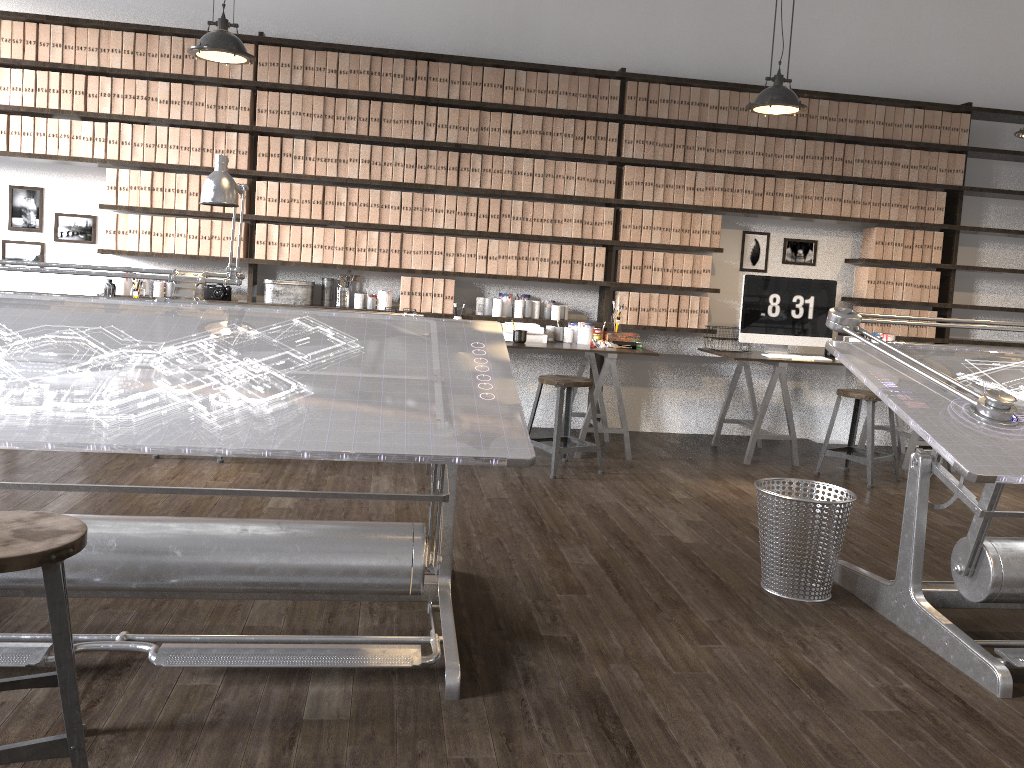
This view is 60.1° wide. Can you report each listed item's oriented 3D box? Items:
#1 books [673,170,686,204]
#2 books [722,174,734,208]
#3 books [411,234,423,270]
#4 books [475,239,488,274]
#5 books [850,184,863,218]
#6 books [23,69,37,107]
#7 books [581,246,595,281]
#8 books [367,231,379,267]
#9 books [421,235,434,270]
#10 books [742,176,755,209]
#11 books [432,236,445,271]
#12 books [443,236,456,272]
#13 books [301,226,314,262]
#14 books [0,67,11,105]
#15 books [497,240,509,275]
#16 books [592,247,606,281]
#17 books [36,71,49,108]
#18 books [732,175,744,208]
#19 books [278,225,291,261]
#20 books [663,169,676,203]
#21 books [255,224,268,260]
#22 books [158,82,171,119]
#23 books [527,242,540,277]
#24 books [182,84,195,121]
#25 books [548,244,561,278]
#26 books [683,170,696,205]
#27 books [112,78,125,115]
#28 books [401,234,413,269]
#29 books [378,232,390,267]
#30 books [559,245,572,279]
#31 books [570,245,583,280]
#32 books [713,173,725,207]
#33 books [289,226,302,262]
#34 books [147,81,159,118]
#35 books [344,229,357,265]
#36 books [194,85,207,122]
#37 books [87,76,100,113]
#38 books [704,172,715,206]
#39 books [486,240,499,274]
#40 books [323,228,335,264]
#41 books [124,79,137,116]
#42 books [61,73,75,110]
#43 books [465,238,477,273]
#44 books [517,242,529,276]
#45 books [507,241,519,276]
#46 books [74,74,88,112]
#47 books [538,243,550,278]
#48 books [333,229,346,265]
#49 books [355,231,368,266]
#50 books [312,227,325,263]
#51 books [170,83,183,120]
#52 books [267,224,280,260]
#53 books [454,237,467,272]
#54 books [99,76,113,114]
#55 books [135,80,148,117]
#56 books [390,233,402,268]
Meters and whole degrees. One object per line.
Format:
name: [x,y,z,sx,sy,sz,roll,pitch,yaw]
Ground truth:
books: [1.105,-1.322,5.979,0.066,0.225,0.175,3,5,-8]
books: [1.441,-1.307,6.028,0.066,0.225,0.175,3,5,-8]
books: [-0.619,-0.860,5.779,0.066,0.224,0.175,3,5,-8]
books: [-0.205,-0.840,5.834,0.067,0.225,0.175,3,5,-8]
books: [2.353,-1.263,6.154,0.066,0.225,0.175,3,5,-8]
books: [-2.902,-1.778,5.387,0.066,0.225,0.175,3,5,-8]
books: [0.494,-0.807,5.933,0.067,0.225,0.175,3,5,-8]
books: [-0.901,-0.873,5.737,0.066,0.225,0.175,3,5,-8]
books: [-0.556,-0.856,5.783,0.067,0.225,0.175,3,5,-8]
books: [1.581,-1.300,6.043,0.066,0.225,0.175,3,5,-8]
books: [-0.484,-0.853,5.793,0.066,0.225,0.175,3,5,-8]
books: [-0.413,-0.850,5.807,0.066,0.225,0.175,3,5,-8]
books: [-1.307,-0.892,5.679,0.067,0.225,0.175,3,5,-8]
books: [-3.044,-1.786,5.374,0.066,0.225,0.175,3,5,-8]
books: [-0.072,-0.834,5.857,0.066,0.224,0.175,3,5,-8]
books: [0.571,-0.803,5.946,0.066,0.224,0.175,3,5,-8]
books: [-2.831,-1.775,5.397,0.067,0.225,0.175,3,5,-8]
books: [1.511,-1.303,6.038,0.066,0.225,0.175,3,5,-8]
books: [-1.447,-0.899,5.665,0.066,0.225,0.175,3,5,-8]
books: [1.036,-1.326,5.972,0.066,0.225,0.175,3,5,-8]
books: [-1.586,-0.905,5.638,0.066,0.225,0.175,3,5,-8]
books: [-2.141,-1.743,5.498,0.066,0.224,0.175,3,5,-8]
books: [0.131,-0.824,5.886,0.066,0.225,0.175,3,5,-8]
books: [-2.000,-1.737,5.520,0.066,0.225,0.175,3,5,-8]
books: [0.271,-0.818,5.907,0.066,0.225,0.175,3,5,-8]
books: [1.175,-1.319,5.985,0.067,0.225,0.175,3,5,-8]
books: [-2.406,-1.756,5.463,0.066,0.225,0.175,3,5,-8]
books: [-0.684,-0.863,5.772,0.066,0.224,0.175,3,5,-8]
books: [-0.831,-0.870,5.751,0.066,0.225,0.175,3,5,-8]
books: [0.346,-0.814,5.912,0.067,0.225,0.175,3,5,-8]
books: [0.419,-0.811,5.928,0.066,0.224,0.175,3,5,-8]
books: [1.375,-1.309,6.013,0.067,0.225,0.175,3,5,-8]
books: [-1.377,-0.896,5.673,0.066,0.225,0.175,3,5,-8]
books: [-2.203,-1.746,5.491,0.066,0.224,0.175,3,5,-8]
books: [-1.042,-0.880,5.721,0.066,0.225,0.175,3,5,-8]
books: [-1.931,-1.734,5.531,0.066,0.225,0.175,3,5,-8]
books: [-2.546,-1.763,5.444,0.066,0.225,0.175,3,5,-8]
books: [1.308,-1.313,6.008,0.066,0.224,0.175,3,5,-8]
books: [-0.134,-0.837,5.846,0.066,0.224,0.175,3,5,-8]
books: [-1.174,-0.886,5.701,0.066,0.224,0.175,3,5,-8]
books: [-2.336,-1.752,5.473,0.066,0.225,0.175,3,5,-8]
books: [-2.694,-1.769,5.423,0.066,0.224,0.175,3,5,-8]
books: [-0.275,-0.843,5.828,0.066,0.225,0.175,3,5,-8]
books: [0.061,-0.828,5.877,0.066,0.225,0.175,3,5,-8]
books: [-0.005,-0.830,5.861,0.067,0.225,0.175,3,5,-8]
books: [-2.620,-1.765,5.428,0.067,0.225,0.175,3,5,-8]
books: [0.201,-0.821,5.892,0.066,0.225,0.175,3,5,-8]
books: [-1.107,-0.882,5.706,0.067,0.225,0.175,3,5,-8]
books: [-0.971,-0.876,5.731,0.066,0.225,0.175,3,5,-8]
books: [-1.236,-0.889,5.691,0.066,0.224,0.175,3,5,-8]
books: [-2.069,-1.739,5.506,0.067,0.225,0.175,3,5,-8]
books: [-1.515,-0.902,5.651,0.066,0.225,0.175,3,5,-8]
books: [-0.344,-0.847,5.820,0.066,0.225,0.175,3,5,-8]
books: [-2.475,-1.759,5.449,0.066,0.225,0.175,3,5,-8]
books: [-2.268,-1.749,5.477,0.067,0.225,0.175,3,5,-8]
books: [-0.756,-0.866,5.756,0.067,0.225,0.175,3,5,-8]
